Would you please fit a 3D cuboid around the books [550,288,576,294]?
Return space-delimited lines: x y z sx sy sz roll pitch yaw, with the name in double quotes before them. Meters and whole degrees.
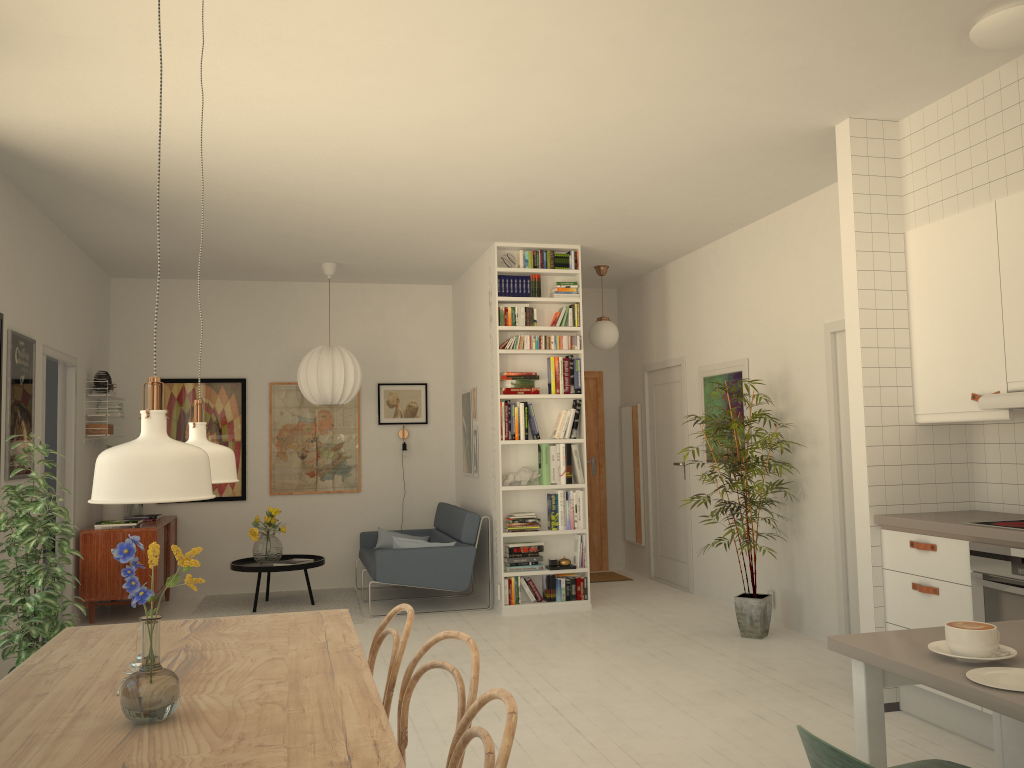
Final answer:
"books" 0.402 -0.752 7.231 0.173 0.030 0.199 0 -4 -24

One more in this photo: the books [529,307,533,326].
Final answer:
"books" 0.133 -0.525 7.117 0.023 0.153 0.176 0 -4 -14

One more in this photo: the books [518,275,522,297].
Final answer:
"books" 0.043 -0.769 7.145 0.034 0.179 0.188 0 -4 -14

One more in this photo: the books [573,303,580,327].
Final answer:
"books" 0.511 -0.550 7.239 0.022 0.199 0.212 0 -4 -14

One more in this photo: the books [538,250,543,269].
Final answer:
"books" 0.205 -0.990 7.211 0.024 0.156 0.227 0 -4 -14

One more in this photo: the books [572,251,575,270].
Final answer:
"books" 0.468 -0.991 7.273 0.020 0.156 0.229 0 -4 -14

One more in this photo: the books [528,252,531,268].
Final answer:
"books" 0.113 -0.977 7.196 0.025 0.131 0.253 0 -4 -14

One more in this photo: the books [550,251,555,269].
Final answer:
"books" 0.304 -0.990 7.222 0.032 0.152 0.200 0 -4 -14

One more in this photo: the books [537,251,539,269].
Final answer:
"books" 0.184 -0.987 7.197 0.024 0.148 0.188 0 -4 -14

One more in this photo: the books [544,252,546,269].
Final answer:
"books" 0.241 -0.982 7.203 0.019 0.137 0.201 0 -4 -14

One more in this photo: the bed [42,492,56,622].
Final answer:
"bed" -4.451 1.405 7.192 1.656 0.974 0.933 0 -4 -14

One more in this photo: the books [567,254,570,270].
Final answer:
"books" 0.438 -0.981 7.226 0.017 0.130 0.150 0 -4 -14

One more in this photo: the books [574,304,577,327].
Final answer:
"books" 0.493 -0.544 7.237 0.014 0.188 0.218 0 -4 -14

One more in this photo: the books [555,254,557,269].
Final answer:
"books" 0.336 -0.981 7.200 0.017 0.130 0.150 0 -4 -14

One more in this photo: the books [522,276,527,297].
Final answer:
"books" 0.077 -0.769 7.153 0.034 0.179 0.188 0 -4 -14

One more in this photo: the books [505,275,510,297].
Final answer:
"books" -0.058 -0.768 7.119 0.034 0.179 0.188 0 -4 -14

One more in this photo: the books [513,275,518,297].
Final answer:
"books" 0.009 -0.769 7.136 0.034 0.179 0.188 0 -4 -14

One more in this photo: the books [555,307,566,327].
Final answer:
"books" 0.369 -0.531 7.219 0.092 0.165 0.222 0 -4 -14

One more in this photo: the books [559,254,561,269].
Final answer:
"books" 0.370 -0.981 7.209 0.017 0.130 0.150 0 -4 -14

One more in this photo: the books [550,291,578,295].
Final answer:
"books" 0.414 -0.728 7.234 0.200 0.018 0.208 0 -4 -14

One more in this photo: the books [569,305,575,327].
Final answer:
"books" 0.471 -0.543 7.245 0.022 0.187 0.186 0 -4 -14

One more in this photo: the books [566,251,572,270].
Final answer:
"books" 0.457 -0.992 7.231 0.019 0.157 0.150 0 -4 -14

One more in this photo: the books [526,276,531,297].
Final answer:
"books" 0.111 -0.769 7.162 0.034 0.179 0.188 0 -4 -14

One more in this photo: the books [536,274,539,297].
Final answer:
"books" 0.180 -0.775 7.179 0.020 0.191 0.205 0 -4 -14

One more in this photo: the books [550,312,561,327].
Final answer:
"books" 0.334 -0.512 7.221 0.073 0.129 0.200 0 -4 -14

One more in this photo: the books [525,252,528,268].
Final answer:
"books" 0.100 -0.982 7.149 0.023 0.137 0.161 0 -4 -14

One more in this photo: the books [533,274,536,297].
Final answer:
"books" 0.158 -0.774 7.182 0.020 0.191 0.205 0 -4 -14

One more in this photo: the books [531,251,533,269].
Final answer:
"books" 0.137 -0.982 7.188 0.018 0.141 0.206 0 -4 -14

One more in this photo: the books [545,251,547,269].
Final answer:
"books" 0.252 -0.989 7.214 0.009 0.151 0.208 0 -4 -14

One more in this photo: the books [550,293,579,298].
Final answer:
"books" 0.413 -0.699 7.233 0.214 0.038 0.222 0 -4 -14

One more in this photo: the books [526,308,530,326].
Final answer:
"books" 0.102 -0.523 7.143 0.024 0.155 0.206 0 -4 -14

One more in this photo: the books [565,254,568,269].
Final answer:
"books" 0.421 -0.981 7.222 0.017 0.130 0.150 0 -4 -14

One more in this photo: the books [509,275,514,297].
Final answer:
"books" -0.025 -0.768 7.128 0.034 0.179 0.188 0 -4 -14

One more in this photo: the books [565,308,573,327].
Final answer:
"books" 0.448 -0.526 7.220 0.030 0.154 0.199 0 -4 -14

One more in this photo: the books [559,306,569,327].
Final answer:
"books" 0.404 -0.535 7.214 0.065 0.168 0.228 0 -4 -14

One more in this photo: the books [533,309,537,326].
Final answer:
"books" 0.165 -0.519 7.144 0.020 0.145 0.189 0 -4 -14

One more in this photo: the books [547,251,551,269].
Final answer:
"books" 0.269 -0.989 7.230 0.032 0.154 0.212 0 -4 -14

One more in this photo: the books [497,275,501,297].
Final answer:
"books" -0.126 -0.768 7.102 0.034 0.179 0.188 0 -4 -14

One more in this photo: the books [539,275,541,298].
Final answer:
"books" 0.197 -0.774 7.195 0.020 0.191 0.205 0 -4 -14

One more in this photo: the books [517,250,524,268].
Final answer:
"books" 0.061 -0.988 7.148 0.026 0.149 0.155 0 -4 -14

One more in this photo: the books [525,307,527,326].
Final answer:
"books" 0.088 -0.527 7.119 0.013 0.159 0.176 0 -4 -14

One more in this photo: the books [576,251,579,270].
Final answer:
"books" 0.501 -0.989 7.300 0.014 0.154 0.259 0 -4 -14

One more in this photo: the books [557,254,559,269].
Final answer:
"books" 0.353 -0.981 7.205 0.017 0.130 0.150 0 -4 -14

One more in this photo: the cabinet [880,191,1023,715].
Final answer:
"cabinet" 1.517 0.153 1.765 2.853 2.161 4.842 0 -4 -14

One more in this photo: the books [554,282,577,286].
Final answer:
"books" 0.427 -0.801 7.236 0.169 0.032 0.188 -1 -4 -9

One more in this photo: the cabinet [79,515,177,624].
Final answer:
"cabinet" -3.140 1.513 7.340 0.546 0.728 1.262 0 -4 -14

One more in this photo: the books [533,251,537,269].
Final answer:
"books" 0.163 -0.986 7.175 0.028 0.147 0.192 0 -4 -14

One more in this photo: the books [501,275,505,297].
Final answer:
"books" -0.092 -0.768 7.111 0.034 0.179 0.188 0 -4 -14

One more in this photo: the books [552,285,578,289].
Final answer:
"books" 0.423 -0.777 7.216 0.179 0.016 0.208 -1 -4 -9

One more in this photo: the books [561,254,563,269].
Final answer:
"books" 0.387 -0.981 7.213 0.017 0.130 0.150 0 -4 -14

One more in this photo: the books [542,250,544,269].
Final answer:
"books" 0.224 -0.991 7.211 0.012 0.158 0.220 0 -4 -14

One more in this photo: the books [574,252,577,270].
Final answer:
"books" 0.490 -0.989 7.275 0.021 0.151 0.228 0 -4 -14

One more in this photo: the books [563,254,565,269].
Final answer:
"books" 0.404 -0.981 7.218 0.017 0.130 0.150 0 -4 -14

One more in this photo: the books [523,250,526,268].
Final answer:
"books" 0.076 -0.985 7.169 0.013 0.146 0.208 0 -4 -14

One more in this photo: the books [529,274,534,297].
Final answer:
"books" 0.138 -0.774 7.180 0.020 0.191 0.205 0 -4 -14
